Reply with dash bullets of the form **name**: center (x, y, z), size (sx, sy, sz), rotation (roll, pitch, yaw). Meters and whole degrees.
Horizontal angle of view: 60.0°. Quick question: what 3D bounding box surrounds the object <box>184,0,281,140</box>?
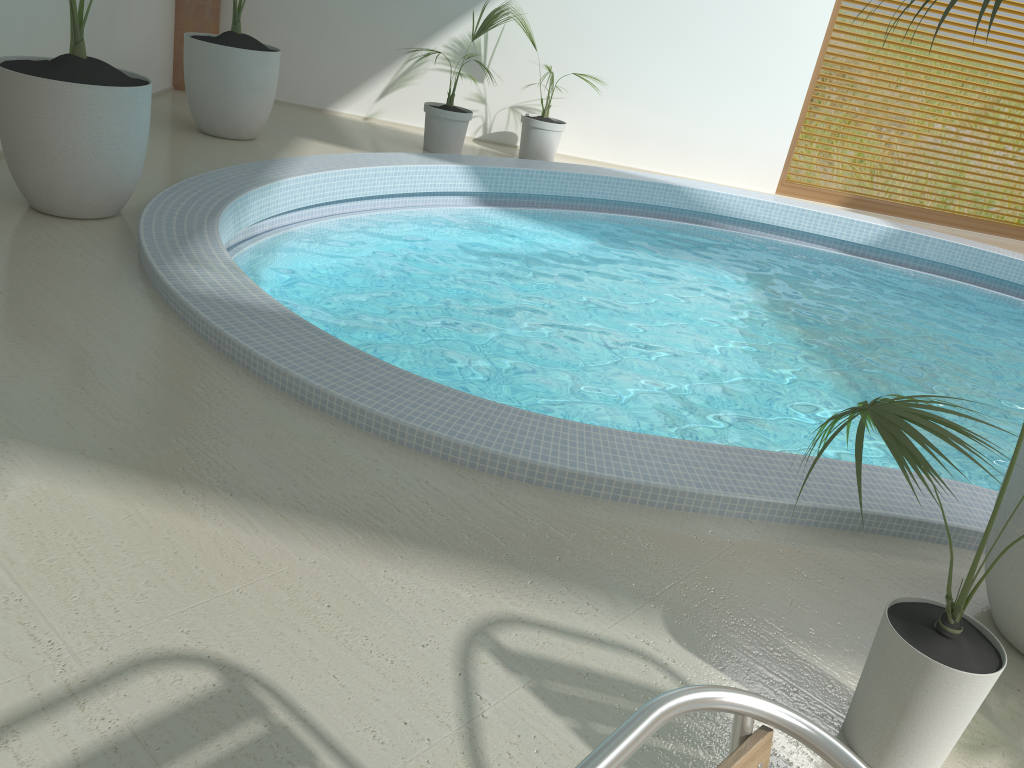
- **object**: center (-1.689, -3.211, 6.087), size (2.729, 2.960, 2.979), rotation (0, 26, -25)

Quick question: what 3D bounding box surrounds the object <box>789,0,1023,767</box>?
- **object**: center (0.934, 0.058, 1.629), size (1.059, 1.695, 0.791), rotation (24, 26, 25)

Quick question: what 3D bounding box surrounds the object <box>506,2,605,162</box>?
- **object**: center (0.320, -2.598, 7.729), size (1.067, 1.310, 0.822), rotation (14, 24, 4)

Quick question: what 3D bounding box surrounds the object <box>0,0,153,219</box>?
- **object**: center (-1.765, -2.246, 3.902), size (2.729, 2.960, 2.979), rotation (-8, 31, -38)

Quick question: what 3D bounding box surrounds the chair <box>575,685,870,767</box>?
- **chair**: center (0.206, 0.792, 0.838), size (0.563, 0.727, 0.618), rotation (28, 28, 31)

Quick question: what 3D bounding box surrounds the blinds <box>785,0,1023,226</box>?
- **blinds**: center (5.080, -3.552, 8.657), size (4.500, 4.025, 0.099), rotation (9, 24, -7)

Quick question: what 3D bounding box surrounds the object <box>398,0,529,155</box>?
- **object**: center (-0.399, -2.533, 7.246), size (0.822, 1.310, 1.067), rotation (26, 27, 29)

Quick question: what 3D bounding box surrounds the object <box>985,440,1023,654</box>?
- **object**: center (1.888, -0.506, 1.750), size (2.979, 2.960, 2.729), rotation (16, 24, 9)
